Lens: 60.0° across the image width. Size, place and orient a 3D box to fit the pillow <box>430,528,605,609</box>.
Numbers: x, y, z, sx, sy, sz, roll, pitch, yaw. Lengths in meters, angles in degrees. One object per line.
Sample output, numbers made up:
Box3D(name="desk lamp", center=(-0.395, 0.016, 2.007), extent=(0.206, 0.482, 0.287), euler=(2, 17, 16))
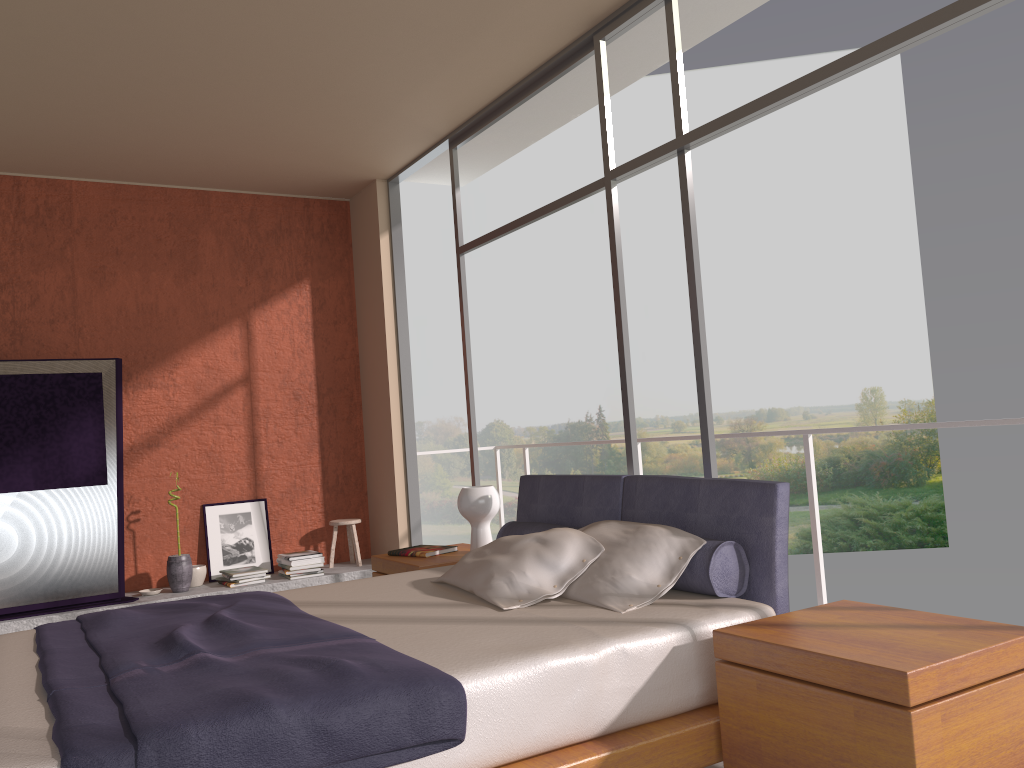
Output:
Box3D(name="pillow", center=(-0.003, 0.704, 3.466), extent=(0.431, 0.264, 0.869), euler=(-3, -4, -23))

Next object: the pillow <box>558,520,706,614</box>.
Box3D(name="pillow", center=(0.335, 0.658, 3.253), extent=(0.400, 0.265, 0.791), euler=(-2, -4, -28))

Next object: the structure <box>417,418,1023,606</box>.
Box3D(name="structure", center=(1.544, 0.674, 3.540), extent=(0.728, 1.005, 7.689), euler=(-2, -4, -31))

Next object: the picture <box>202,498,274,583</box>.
Box3D(name="picture", center=(-1.989, 1.130, 6.453), extent=(0.458, 0.550, 0.117), euler=(-2, -4, -31))

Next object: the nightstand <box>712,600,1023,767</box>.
Box3D(name="nightstand", center=(0.989, 0.942, 2.384), extent=(0.562, 0.556, 0.628), euler=(-2, -4, -31))

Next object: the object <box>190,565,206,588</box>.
Box3D(name="object", center=(-2.221, 1.342, 6.177), extent=(0.179, 0.137, 0.180), euler=(-3, -4, -18))

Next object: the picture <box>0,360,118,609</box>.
Box3D(name="picture", center=(-3.025, 0.600, 5.476), extent=(1.129, 1.496, 0.126), euler=(-2, -4, -31))

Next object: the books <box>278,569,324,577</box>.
Box3D(name="books", center=(-1.512, 1.343, 6.354), extent=(0.247, 0.018, 0.287), euler=(-2, -4, -31))

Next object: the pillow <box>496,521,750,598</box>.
Box3D(name="pillow", center=(0.371, 0.684, 3.589), extent=(0.205, 0.201, 1.470), euler=(-2, -4, -31))

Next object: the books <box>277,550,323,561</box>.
Box3D(name="books", center=(-1.520, 1.231, 6.361), extent=(0.247, 0.025, 0.287), euler=(-2, -4, -31))

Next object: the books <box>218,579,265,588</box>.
Box3D(name="books", center=(-1.877, 1.371, 6.162), extent=(0.247, 0.025, 0.287), euler=(-2, -4, -34))

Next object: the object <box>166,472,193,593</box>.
Box3D(name="object", center=(-2.258, 0.996, 5.992), extent=(0.165, 0.810, 0.165), euler=(-4, -3, -7))

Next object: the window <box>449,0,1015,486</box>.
Box3D(name="window", center=(1.226, -0.310, 3.227), extent=(0.075, 3.133, 6.106), euler=(-2, -4, -31))

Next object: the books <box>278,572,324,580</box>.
Box3D(name="books", center=(-1.508, 1.361, 6.348), extent=(0.247, 0.018, 0.328), euler=(-2, -4, -29))

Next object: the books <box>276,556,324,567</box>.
Box3D(name="books", center=(-1.515, 1.261, 6.354), extent=(0.247, 0.038, 0.319), euler=(-2, -4, -33))

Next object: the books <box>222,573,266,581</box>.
Box3D(name="books", center=(-1.863, 1.326, 6.167), extent=(0.247, 0.025, 0.287), euler=(-2, -4, -28))

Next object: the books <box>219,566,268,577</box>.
Box3D(name="books", center=(-1.868, 1.305, 6.172), extent=(0.247, 0.018, 0.328), euler=(-2, -4, -34))

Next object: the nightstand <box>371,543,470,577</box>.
Box3D(name="nightstand", center=(-0.344, 1.169, 4.652), extent=(0.562, 0.556, 0.628), euler=(-2, -4, -31))

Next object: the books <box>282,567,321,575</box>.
Box3D(name="books", center=(-1.504, 1.320, 6.332), extent=(0.247, 0.025, 0.287), euler=(-3, -4, -20))

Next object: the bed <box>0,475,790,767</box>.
Box3D(name="bed", center=(-0.511, 0.895, 3.065), extent=(2.462, 0.959, 2.017), euler=(-2, -4, -31))

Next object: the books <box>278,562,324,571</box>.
Box3D(name="books", center=(-1.512, 1.294, 6.352), extent=(0.247, 0.027, 0.328), euler=(-2, -4, -29))

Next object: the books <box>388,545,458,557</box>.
Box3D(name="books", center=(-0.475, 0.891, 4.734), extent=(0.287, 0.025, 0.247), euler=(-7, -4, 40))

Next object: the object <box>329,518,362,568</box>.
Box3D(name="object", center=(-1.235, 1.200, 6.687), extent=(0.260, 0.349, 0.257), euler=(-6, -4, 29))

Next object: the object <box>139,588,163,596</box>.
Box3D(name="object", center=(-2.414, 1.397, 5.925), extent=(0.152, 0.040, 0.152), euler=(-4, -3, 4))

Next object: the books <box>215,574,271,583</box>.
Box3D(name="books", center=(-1.872, 1.349, 6.177), extent=(0.328, 0.018, 0.247), euler=(-7, -5, 44))

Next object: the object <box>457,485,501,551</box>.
Box3D(name="object", center=(-0.165, 0.701, 4.592), extent=(0.224, 0.338, 0.224), euler=(-3, -4, -19))
